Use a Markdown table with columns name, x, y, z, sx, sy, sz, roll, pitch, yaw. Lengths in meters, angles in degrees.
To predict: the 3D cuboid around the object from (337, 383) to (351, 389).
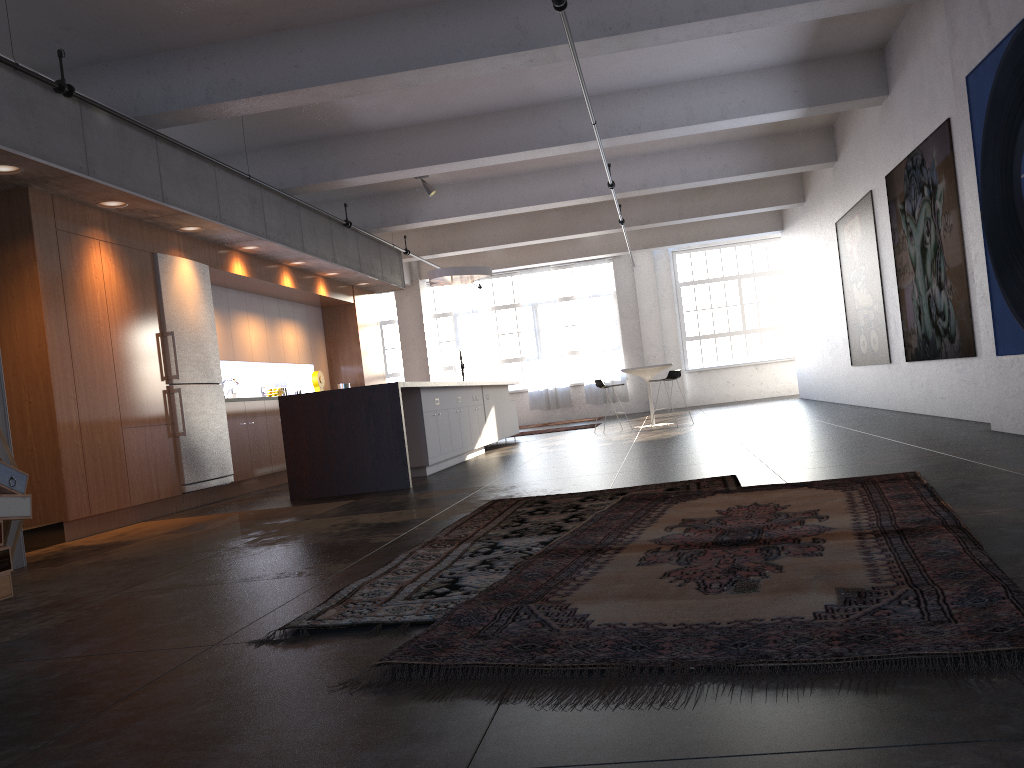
| name | x | y | z | sx | sy | sz | roll | pitch | yaw |
| --- | --- | --- | --- | --- | --- | --- | --- | --- | --- |
| object | -2.543 | 0.080 | 13.446 | 0.194 | 0.170 | 0.187 | -7 | 0 | -33 |

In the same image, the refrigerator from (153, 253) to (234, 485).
| name | x | y | z | sx | sy | sz | roll | pitch | yaw |
| --- | --- | --- | --- | --- | --- | --- | --- | --- | --- |
| refrigerator | -3.190 | -0.137 | 8.777 | 0.219 | 2.191 | 0.960 | -7 | 0 | 7 |

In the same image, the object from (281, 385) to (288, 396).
| name | x | y | z | sx | sy | sz | roll | pitch | yaw |
| --- | --- | --- | --- | --- | --- | --- | --- | --- | --- |
| object | -3.151 | 0.111 | 12.243 | 0.059 | 0.210 | 0.145 | -7 | 0 | 10 |

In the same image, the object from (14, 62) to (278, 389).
| name | x | y | z | sx | sy | sz | roll | pitch | yaw |
| --- | --- | --- | --- | --- | --- | --- | --- | --- | --- |
| object | -3.067 | 0.072 | 11.603 | 0.063 | 0.051 | 0.053 | -7 | 0 | 1 |

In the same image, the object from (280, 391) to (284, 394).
| name | x | y | z | sx | sy | sz | roll | pitch | yaw |
| --- | --- | --- | --- | --- | --- | --- | --- | --- | --- |
| object | -5.503 | -0.775 | 6.115 | 0.061 | 2.210 | 11.979 | -6 | -1 | 23 |

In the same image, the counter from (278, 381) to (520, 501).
| name | x | y | z | sx | sy | sz | roll | pitch | yaw |
| --- | --- | --- | --- | --- | --- | --- | --- | --- | --- |
| counter | -0.951 | 0.516 | 11.314 | 1.135 | 0.971 | 6.694 | -7 | -1 | 10 |

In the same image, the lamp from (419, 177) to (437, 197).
| name | x | y | z | sx | sy | sz | roll | pitch | yaw |
| --- | --- | --- | --- | --- | --- | --- | --- | --- | --- |
| lamp | -1.172 | -2.776 | 12.425 | 0.223 | 0.287 | 0.131 | -7 | 0 | -8 |

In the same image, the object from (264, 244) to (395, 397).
| name | x | y | z | sx | sy | sz | roll | pitch | yaw |
| --- | --- | --- | --- | --- | --- | --- | --- | --- | --- |
| object | -5.650 | 0.839 | 5.507 | 0.937 | 1.214 | 13.350 | -7 | -1 | 20 |

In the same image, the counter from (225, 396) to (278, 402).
| name | x | y | z | sx | sy | sz | roll | pitch | yaw |
| --- | --- | --- | --- | --- | --- | --- | --- | --- | --- |
| counter | -3.428 | 0.258 | 11.583 | 1.598 | 0.039 | 4.486 | -7 | -1 | 10 |

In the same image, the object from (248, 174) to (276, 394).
| name | x | y | z | sx | sy | sz | roll | pitch | yaw |
| --- | --- | --- | --- | --- | --- | --- | --- | --- | --- |
| object | -3.082 | 0.119 | 11.599 | 0.051 | 0.053 | 0.063 | -7 | 0 | 16 |

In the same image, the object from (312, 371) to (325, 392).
| name | x | y | z | sx | sy | sz | roll | pitch | yaw |
| --- | --- | --- | --- | --- | --- | --- | --- | --- | --- |
| object | -2.794 | -0.002 | 12.834 | 0.099 | 0.381 | 0.276 | -7 | 0 | 10 |

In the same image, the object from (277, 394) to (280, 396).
| name | x | y | z | sx | sy | sz | roll | pitch | yaw |
| --- | --- | --- | --- | --- | --- | --- | --- | --- | --- |
| object | -2.475 | -1.018 | 12.753 | 0.056 | 2.310 | 2.965 | -6 | 0 | 28 |

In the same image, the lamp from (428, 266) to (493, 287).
| name | x | y | z | sx | sy | sz | roll | pitch | yaw |
| --- | --- | --- | --- | --- | --- | --- | --- | --- | --- |
| lamp | -0.936 | -1.699 | 14.028 | 1.027 | 0.130 | 1.059 | -6 | -1 | -35 |

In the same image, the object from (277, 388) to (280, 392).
| name | x | y | z | sx | sy | sz | roll | pitch | yaw |
| --- | --- | --- | --- | --- | --- | --- | --- | --- | --- |
| object | -3.261 | -1.012 | 8.103 | 0.053 | 2.169 | 6.872 | -7 | -1 | 2 |

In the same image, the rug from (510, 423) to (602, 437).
| name | x | y | z | sx | sy | sz | roll | pitch | yaw |
| --- | --- | --- | --- | --- | --- | --- | --- | --- | --- |
| rug | 0.220 | 0.935 | 16.822 | 2.868 | 0.029 | 1.865 | -7 | -1 | 8 |

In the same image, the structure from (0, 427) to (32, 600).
| name | x | y | z | sx | sy | sz | roll | pitch | yaw |
| --- | --- | --- | --- | --- | --- | --- | --- | --- | --- |
| structure | -2.918 | 0.447 | 3.774 | 0.634 | 1.315 | 1.924 | -7 | 0 | 10 |

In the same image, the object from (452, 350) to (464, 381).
| name | x | y | z | sx | sy | sz | roll | pitch | yaw |
| --- | --- | --- | --- | --- | --- | --- | --- | --- | --- |
| object | -1.163 | 0.201 | 19.739 | 1.173 | 1.920 | 1.061 | -7 | 0 | 9 |

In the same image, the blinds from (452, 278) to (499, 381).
| name | x | y | z | sx | sy | sz | roll | pitch | yaw |
| --- | --- | --- | --- | --- | --- | --- | --- | --- | --- |
| blinds | -0.906 | -0.996 | 21.711 | 1.027 | 3.675 | 0.362 | -7 | 1 | 7 |

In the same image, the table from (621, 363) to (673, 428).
| name | x | y | z | sx | sy | sz | roll | pitch | yaw |
| --- | --- | --- | --- | --- | --- | --- | --- | --- | --- |
| table | 2.199 | 0.197 | 14.076 | 0.823 | 0.952 | 0.834 | -7 | 0 | 9 |

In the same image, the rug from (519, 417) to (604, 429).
| name | x | y | z | sx | sy | sz | roll | pitch | yaw |
| --- | --- | --- | --- | --- | --- | --- | --- | --- | --- |
| rug | 0.554 | 0.966 | 20.528 | 3.113 | 0.009 | 1.824 | -7 | -1 | 8 |

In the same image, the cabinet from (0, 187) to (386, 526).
| name | x | y | z | sx | sy | sz | roll | pitch | yaw |
| --- | --- | --- | --- | --- | --- | --- | --- | --- | --- |
| cabinet | -3.977 | -0.109 | 10.890 | 2.365 | 2.562 | 8.153 | -7 | -1 | 10 |

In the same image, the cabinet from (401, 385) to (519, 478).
| name | x | y | z | sx | sy | sz | roll | pitch | yaw |
| --- | --- | --- | --- | --- | --- | --- | --- | --- | --- |
| cabinet | -0.832 | 0.541 | 11.919 | 0.917 | 0.930 | 5.681 | -7 | -1 | 10 |

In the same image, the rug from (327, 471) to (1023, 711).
| name | x | y | z | sx | sy | sz | roll | pitch | yaw |
| --- | --- | --- | --- | --- | --- | --- | --- | --- | --- |
| rug | 0.912 | 0.627 | 3.547 | 1.854 | 0.048 | 3.564 | -7 | -1 | 19 |

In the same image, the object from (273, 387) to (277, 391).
| name | x | y | z | sx | sy | sz | roll | pitch | yaw |
| --- | --- | --- | --- | --- | --- | --- | --- | --- | --- |
| object | -3.550 | -1.019 | 6.617 | 0.058 | 2.164 | 9.923 | -7 | -1 | 4 |

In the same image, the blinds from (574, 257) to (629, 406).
| name | x | y | z | sx | sy | sz | roll | pitch | yaw |
| --- | --- | --- | --- | --- | --- | --- | --- | --- | --- |
| blinds | 2.096 | -1.372 | 21.307 | 1.025 | 3.752 | 0.343 | -7 | 1 | 6 |

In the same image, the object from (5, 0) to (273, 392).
| name | x | y | z | sx | sy | sz | roll | pitch | yaw |
| --- | --- | --- | --- | --- | --- | --- | --- | --- | --- |
| object | -3.132 | 0.076 | 11.482 | 0.058 | 0.060 | 0.051 | -7 | 0 | 43 |

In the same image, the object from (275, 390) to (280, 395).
| name | x | y | z | sx | sy | sz | roll | pitch | yaw |
| --- | --- | --- | --- | --- | --- | --- | --- | --- | --- |
| object | -2.876 | -1.020 | 10.338 | 0.054 | 2.228 | 2.388 | -7 | 0 | -15 |

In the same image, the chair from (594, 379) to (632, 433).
| name | x | y | z | sx | sy | sz | roll | pitch | yaw |
| --- | --- | --- | --- | --- | --- | --- | --- | --- | --- |
| chair | 1.543 | 0.360 | 13.839 | 0.510 | 0.895 | 0.459 | -7 | 0 | -14 |

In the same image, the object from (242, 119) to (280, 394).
| name | x | y | z | sx | sy | sz | roll | pitch | yaw |
| --- | --- | --- | --- | --- | --- | --- | --- | --- | --- |
| object | -3.055 | 0.111 | 11.551 | 0.065 | 0.053 | 0.050 | -6 | 0 | -44 |

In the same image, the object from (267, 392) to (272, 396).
| name | x | y | z | sx | sy | sz | roll | pitch | yaw |
| --- | --- | --- | --- | --- | --- | --- | --- | --- | --- |
| object | -3.146 | 0.127 | 11.488 | 0.053 | 0.054 | 0.061 | -7 | 0 | 0 |

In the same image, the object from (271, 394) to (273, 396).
| name | x | y | z | sx | sy | sz | roll | pitch | yaw |
| --- | --- | --- | --- | --- | --- | --- | --- | --- | --- |
| object | -3.130 | 0.137 | 11.549 | 0.052 | 0.053 | 0.061 | -7 | 0 | -38 |

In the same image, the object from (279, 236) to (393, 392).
| name | x | y | z | sx | sy | sz | roll | pitch | yaw |
| --- | --- | --- | --- | --- | --- | --- | --- | --- | --- |
| object | -3.027 | 0.071 | 11.570 | 0.056 | 0.060 | 0.053 | -7 | 0 | 32 |

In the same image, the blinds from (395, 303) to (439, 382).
| name | x | y | z | sx | sy | sz | roll | pitch | yaw |
| --- | --- | --- | --- | --- | --- | --- | --- | --- | --- |
| blinds | -2.372 | -0.821 | 21.936 | 1.020 | 3.714 | 0.316 | -7 | 1 | 7 |

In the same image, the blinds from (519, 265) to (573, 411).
| name | x | y | z | sx | sy | sz | roll | pitch | yaw |
| --- | --- | --- | --- | --- | --- | --- | --- | --- | --- |
| blinds | 0.755 | -1.205 | 21.480 | 1.032 | 3.698 | 0.340 | -7 | 1 | 5 |

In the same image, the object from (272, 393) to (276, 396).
| name | x | y | z | sx | sy | sz | roll | pitch | yaw |
| --- | --- | --- | --- | --- | --- | --- | --- | --- | --- |
| object | -3.080 | 0.148 | 11.476 | 0.052 | 0.053 | 0.062 | -7 | 0 | -9 |

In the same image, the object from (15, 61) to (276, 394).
| name | x | y | z | sx | sy | sz | roll | pitch | yaw |
| --- | --- | --- | --- | --- | --- | --- | --- | --- | --- |
| object | -3.187 | -1.010 | 8.711 | 0.056 | 2.190 | 5.630 | -7 | -1 | -1 |
